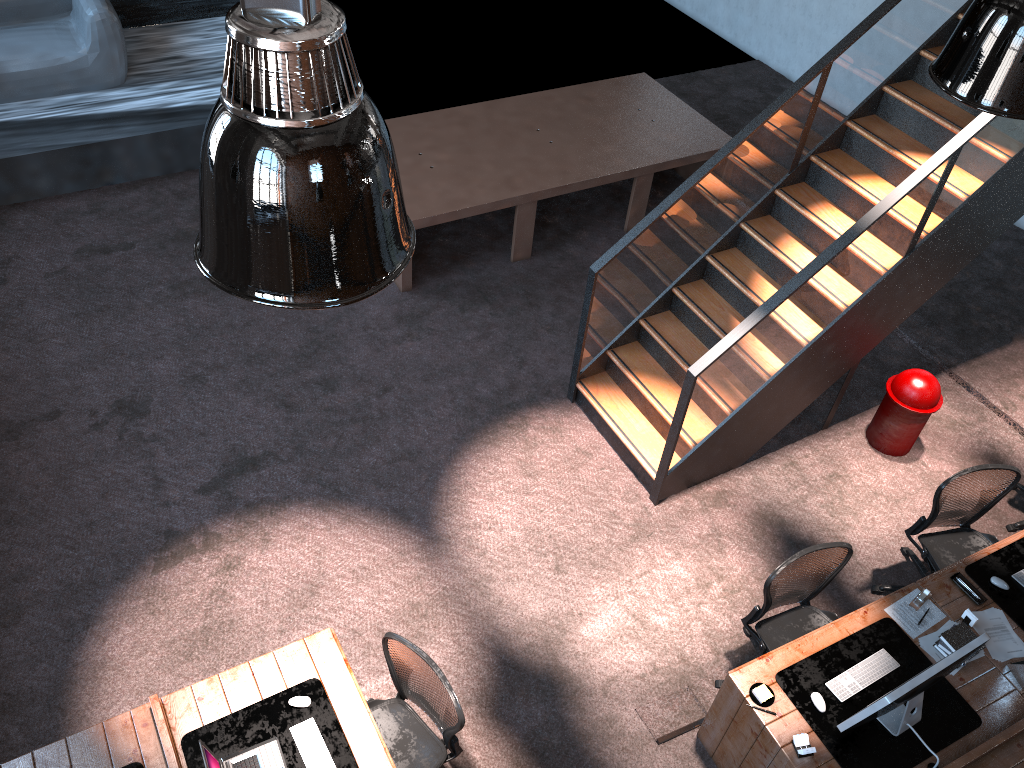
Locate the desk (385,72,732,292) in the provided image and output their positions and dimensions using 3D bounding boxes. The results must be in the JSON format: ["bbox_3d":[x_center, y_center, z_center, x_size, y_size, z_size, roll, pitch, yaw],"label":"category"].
[{"bbox_3d":[0.241,-2.106,8.783,3.630,0.750,1.650,-18,49,-23],"label":"desk"}]

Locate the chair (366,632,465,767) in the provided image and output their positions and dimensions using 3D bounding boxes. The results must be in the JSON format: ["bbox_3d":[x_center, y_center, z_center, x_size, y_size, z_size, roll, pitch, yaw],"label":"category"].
[{"bbox_3d":[-0.583,1.821,4.409,0.770,1.085,0.792,25,47,18],"label":"chair"}]

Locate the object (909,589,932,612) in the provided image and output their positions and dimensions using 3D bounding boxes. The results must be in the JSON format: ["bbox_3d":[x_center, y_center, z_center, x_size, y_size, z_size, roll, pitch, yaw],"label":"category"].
[{"bbox_3d":[2.323,1.212,5.027,0.159,0.064,0.054,-29,54,-31],"label":"object"}]

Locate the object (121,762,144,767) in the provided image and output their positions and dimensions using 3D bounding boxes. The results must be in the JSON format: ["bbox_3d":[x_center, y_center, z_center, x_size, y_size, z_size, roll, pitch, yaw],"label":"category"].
[{"bbox_3d":[-1.794,2.093,3.687,0.687,0.008,0.848,-19,49,-24],"label":"object"}]

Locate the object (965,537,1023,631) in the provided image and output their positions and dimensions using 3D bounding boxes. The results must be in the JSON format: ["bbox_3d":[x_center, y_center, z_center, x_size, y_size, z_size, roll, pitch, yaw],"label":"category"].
[{"bbox_3d":[3.186,1.195,5.183,0.848,0.008,0.687,-17,49,-22],"label":"object"}]

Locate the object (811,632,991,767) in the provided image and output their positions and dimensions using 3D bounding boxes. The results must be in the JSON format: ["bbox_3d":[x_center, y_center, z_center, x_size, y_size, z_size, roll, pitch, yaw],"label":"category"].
[{"bbox_3d":[1.967,1.508,4.328,0.714,0.573,0.610,-19,50,-24],"label":"object"}]

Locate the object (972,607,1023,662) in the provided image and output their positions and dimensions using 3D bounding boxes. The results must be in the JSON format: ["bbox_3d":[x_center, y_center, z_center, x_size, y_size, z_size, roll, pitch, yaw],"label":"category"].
[{"bbox_3d":[2.699,1.390,4.930,0.246,0.002,0.315,-6,45,-13],"label":"object"}]

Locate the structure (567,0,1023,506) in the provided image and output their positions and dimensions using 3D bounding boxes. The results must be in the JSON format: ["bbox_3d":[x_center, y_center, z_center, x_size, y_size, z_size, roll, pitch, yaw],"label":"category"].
[{"bbox_3d":[3.465,-1.418,6.595,5.793,4.603,10.620,-18,49,-23],"label":"structure"}]

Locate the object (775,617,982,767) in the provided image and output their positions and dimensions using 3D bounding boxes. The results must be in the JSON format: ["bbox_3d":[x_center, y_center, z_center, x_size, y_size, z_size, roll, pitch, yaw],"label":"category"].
[{"bbox_3d":[1.891,1.630,4.588,0.848,0.008,0.687,-17,49,-22],"label":"object"}]

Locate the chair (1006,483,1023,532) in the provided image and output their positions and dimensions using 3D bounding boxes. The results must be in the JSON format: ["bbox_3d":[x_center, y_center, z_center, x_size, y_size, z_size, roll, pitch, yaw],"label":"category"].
[{"bbox_3d":[4.052,0.619,6.178,0.792,1.085,0.770,33,50,25],"label":"chair"}]

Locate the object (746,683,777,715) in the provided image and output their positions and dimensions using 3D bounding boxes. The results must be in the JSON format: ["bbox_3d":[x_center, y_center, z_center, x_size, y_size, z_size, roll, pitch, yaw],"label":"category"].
[{"bbox_3d":[1.284,1.596,4.537,0.158,0.026,0.154,16,45,10],"label":"object"}]

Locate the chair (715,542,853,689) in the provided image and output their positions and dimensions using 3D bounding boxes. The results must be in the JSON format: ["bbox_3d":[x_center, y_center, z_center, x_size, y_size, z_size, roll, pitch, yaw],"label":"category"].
[{"bbox_3d":[1.709,1.442,5.062,0.770,1.085,0.792,-28,54,-30],"label":"chair"}]

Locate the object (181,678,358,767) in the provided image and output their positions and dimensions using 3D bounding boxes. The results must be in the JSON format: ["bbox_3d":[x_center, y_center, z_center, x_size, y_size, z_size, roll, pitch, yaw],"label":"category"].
[{"bbox_3d":[-1.060,1.827,4.045,0.687,0.008,0.848,-19,49,-24],"label":"object"}]

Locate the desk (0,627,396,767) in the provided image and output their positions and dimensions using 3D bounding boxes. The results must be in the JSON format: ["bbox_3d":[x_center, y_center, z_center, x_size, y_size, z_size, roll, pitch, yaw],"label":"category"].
[{"bbox_3d":[-0.732,3.063,3.290,1.748,0.840,4.117,-18,49,-23],"label":"desk"}]

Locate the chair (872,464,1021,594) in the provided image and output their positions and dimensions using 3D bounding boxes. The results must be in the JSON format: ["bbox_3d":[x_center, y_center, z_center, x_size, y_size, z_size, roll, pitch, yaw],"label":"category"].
[{"bbox_3d":[2.897,1.055,5.597,0.770,1.085,0.792,-19,50,-24],"label":"chair"}]

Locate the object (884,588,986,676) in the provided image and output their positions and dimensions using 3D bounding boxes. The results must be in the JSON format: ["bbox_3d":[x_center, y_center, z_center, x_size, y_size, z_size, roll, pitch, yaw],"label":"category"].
[{"bbox_3d":[2.349,1.332,4.880,0.319,0.098,0.478,-20,50,-24],"label":"object"}]

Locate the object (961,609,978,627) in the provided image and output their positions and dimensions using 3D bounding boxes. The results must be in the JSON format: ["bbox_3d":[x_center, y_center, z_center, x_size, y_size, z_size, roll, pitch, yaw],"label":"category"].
[{"bbox_3d":[2.542,1.305,4.931,0.034,0.102,0.076,-18,49,-23],"label":"object"}]

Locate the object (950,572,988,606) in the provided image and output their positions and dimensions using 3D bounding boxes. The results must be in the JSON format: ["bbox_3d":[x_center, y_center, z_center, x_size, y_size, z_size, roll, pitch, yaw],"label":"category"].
[{"bbox_3d":[2.638,1.180,5.120,0.089,0.031,0.215,-18,49,-23],"label":"object"}]

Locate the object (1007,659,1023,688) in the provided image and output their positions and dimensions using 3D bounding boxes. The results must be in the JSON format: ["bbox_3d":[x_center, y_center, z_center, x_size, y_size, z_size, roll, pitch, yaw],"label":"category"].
[{"bbox_3d":[2.741,1.456,4.639,0.178,0.320,0.165,-11,47,-17],"label":"object"}]

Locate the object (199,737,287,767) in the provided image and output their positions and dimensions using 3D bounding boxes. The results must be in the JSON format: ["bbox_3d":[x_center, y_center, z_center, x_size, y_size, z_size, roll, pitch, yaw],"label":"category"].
[{"bbox_3d":[-1.154,1.740,3.917,0.323,0.283,0.390,-16,48,-22],"label":"object"}]

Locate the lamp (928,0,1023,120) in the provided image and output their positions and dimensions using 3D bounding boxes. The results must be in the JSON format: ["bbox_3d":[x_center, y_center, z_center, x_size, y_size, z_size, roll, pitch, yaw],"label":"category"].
[{"bbox_3d":[1.652,-1.792,2.002,0.445,2.372,0.445,-1,45,-8],"label":"lamp"}]

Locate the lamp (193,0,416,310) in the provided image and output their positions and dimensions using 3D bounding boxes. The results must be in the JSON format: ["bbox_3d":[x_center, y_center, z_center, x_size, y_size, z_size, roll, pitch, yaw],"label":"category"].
[{"bbox_3d":[-0.332,-1.144,1.033,0.445,2.372,0.445,16,45,10],"label":"lamp"}]

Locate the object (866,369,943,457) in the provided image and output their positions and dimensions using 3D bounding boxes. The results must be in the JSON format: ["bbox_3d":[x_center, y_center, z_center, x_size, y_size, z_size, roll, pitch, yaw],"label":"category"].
[{"bbox_3d":[2.996,0.192,6.752,0.414,0.707,0.414,15,45,9],"label":"object"}]

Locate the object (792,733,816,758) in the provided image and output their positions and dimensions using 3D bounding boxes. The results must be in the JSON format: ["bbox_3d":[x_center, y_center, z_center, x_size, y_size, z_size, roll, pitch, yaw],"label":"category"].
[{"bbox_3d":[1.432,1.769,4.351,0.082,0.063,0.106,-5,45,-12],"label":"object"}]

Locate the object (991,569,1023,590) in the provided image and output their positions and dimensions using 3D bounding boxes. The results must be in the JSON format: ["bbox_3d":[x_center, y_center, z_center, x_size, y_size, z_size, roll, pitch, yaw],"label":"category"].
[{"bbox_3d":[3.179,1.017,4.975,0.735,0.576,0.654,17,45,10],"label":"object"}]

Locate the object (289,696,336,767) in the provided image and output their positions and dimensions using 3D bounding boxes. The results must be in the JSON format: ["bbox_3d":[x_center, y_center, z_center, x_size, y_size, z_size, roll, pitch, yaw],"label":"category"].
[{"bbox_3d":[-0.926,1.714,4.152,0.139,0.040,0.577,-18,49,-23],"label":"object"}]

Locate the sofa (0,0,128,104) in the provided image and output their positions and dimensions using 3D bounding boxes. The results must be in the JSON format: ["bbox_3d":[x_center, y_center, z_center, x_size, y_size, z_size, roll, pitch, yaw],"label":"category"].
[{"bbox_3d":[-5.350,-3.501,8.710,2.708,1.137,1.417,-18,49,-23],"label":"sofa"}]

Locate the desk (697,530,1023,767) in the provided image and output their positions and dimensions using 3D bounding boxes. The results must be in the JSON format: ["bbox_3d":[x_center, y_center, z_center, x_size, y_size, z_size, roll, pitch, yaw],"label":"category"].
[{"bbox_3d":[3.320,1.762,5.095,4.117,0.840,1.748,-16,49,-22],"label":"desk"}]
